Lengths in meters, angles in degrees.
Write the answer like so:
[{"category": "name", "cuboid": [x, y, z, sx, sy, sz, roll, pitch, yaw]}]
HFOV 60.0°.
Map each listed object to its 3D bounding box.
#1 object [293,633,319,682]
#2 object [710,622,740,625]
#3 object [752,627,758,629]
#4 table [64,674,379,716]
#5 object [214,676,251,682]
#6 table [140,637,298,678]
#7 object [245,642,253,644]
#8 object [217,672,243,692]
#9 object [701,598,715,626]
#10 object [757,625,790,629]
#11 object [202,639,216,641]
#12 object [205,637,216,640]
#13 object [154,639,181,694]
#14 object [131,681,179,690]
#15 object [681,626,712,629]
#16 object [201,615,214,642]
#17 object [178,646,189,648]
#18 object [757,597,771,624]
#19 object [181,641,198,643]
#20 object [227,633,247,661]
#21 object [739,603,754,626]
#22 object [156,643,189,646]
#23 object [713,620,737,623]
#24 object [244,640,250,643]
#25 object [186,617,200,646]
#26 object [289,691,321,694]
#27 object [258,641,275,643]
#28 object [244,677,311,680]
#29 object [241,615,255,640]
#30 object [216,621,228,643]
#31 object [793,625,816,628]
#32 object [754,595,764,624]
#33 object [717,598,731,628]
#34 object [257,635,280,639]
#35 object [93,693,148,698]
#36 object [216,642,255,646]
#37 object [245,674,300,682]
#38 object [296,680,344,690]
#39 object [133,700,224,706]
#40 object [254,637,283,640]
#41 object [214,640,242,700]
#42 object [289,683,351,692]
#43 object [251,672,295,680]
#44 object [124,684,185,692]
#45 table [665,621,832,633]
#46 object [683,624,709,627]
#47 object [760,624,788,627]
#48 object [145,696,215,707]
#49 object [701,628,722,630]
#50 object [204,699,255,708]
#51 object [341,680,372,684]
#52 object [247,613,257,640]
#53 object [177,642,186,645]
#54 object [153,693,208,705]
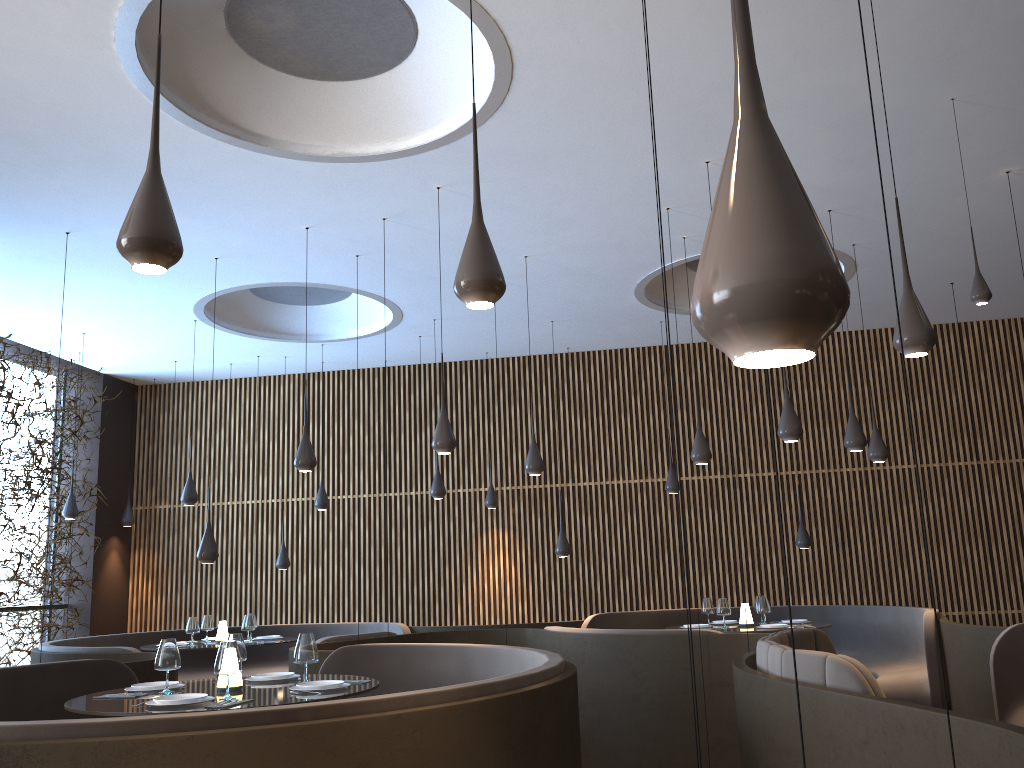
[{"category": "object", "cuboid": [-1.190, 1.592, 5.122, 0.142, 0.294, 0.142, 2, -12, -20]}, {"category": "object", "cuboid": [2.328, 2.614, 9.690, 0.332, 0.014, 0.333, 9, -17, -41]}, {"category": "object", "cuboid": [2.563, 2.384, 8.689, 0.410, 0.012, 0.205, 1, -13, -12]}, {"category": "table", "cuboid": [-1.576, 2.232, 4.913, 1.673, 1.019, 1.679, -6, -13, 18]}, {"category": "object", "cuboid": [-1.761, 1.873, 5.626, 0.126, 0.017, 0.263, -7, -13, 19]}, {"category": "table", "cuboid": [-3.177, 3.352, 9.684, 1.673, 1.019, 1.679, 5, -14, -30]}, {"category": "object", "cuboid": [-2.896, 2.732, 9.337, 0.332, 0.014, 0.333, -1, -13, -5]}, {"category": "object", "cuboid": [-1.599, 1.619, 5.033, 0.142, 0.231, 0.145, -7, -13, 24]}, {"category": "object", "cuboid": [2.100, 2.440, 9.497, 0.142, 0.294, 0.142, -12, -15, 39]}, {"category": "object", "cuboid": [2.568, 2.383, 8.691, 0.333, 0.014, 0.332, -13, -16, 39]}, {"category": "object", "cuboid": [-3.418, 2.956, 10.255, 0.332, 0.014, 0.333, -4, -13, 7]}, {"category": "object", "cuboid": [-3.418, 2.947, 10.257, 0.263, 0.029, 0.264, -2, -13, 0]}, {"category": "object", "cuboid": [-1.957, 1.602, 5.038, 0.142, 0.294, 0.142, 3, -12, -24]}, {"category": "object", "cuboid": [-2.091, 1.772, 5.196, 0.263, 0.029, 0.264, 4, -14, -24]}, {"category": "object", "cuboid": [1.904, 2.513, 9.161, 0.332, 0.014, 0.333, -1, -13, -4]}, {"category": "object", "cuboid": [-3.455, 2.773, 10.054, 0.142, 0.294, 0.142, -4, -12, 9]}, {"category": "object", "cuboid": [-3.495, 2.733, 9.205, 0.262, 0.017, 0.127, 5, -14, -29]}, {"category": "object", "cuboid": [2.574, 2.324, 9.054, 0.142, 0.294, 0.142, -10, -14, 35]}, {"category": "object", "cuboid": [-3.676, 2.938, 10.098, 0.126, 0.017, 0.263, 6, -15, -34]}, {"category": "object", "cuboid": [-1.698, 1.680, 5.430, 0.142, 0.294, 0.142, -9, -13, 30]}, {"category": "object", "cuboid": [2.429, 2.396, 9.214, 0.142, 0.231, 0.145, -2, -12, 0]}, {"category": "object", "cuboid": [-3.625, 2.790, 9.474, 0.332, 0.014, 0.333, -4, -13, 6]}, {"category": "object", "cuboid": [2.328, 2.605, 9.691, 0.264, 0.029, 0.263, -14, -17, 43]}, {"category": "object", "cuboid": [-2.896, 2.723, 9.339, 0.263, 0.029, 0.264, -5, -13, 14]}, {"category": "object", "cuboid": [-3.404, 2.637, 9.448, 0.142, 0.294, 0.142, -3, -11, 3]}, {"category": "object", "cuboid": [-1.061, 1.679, 4.899, 0.204, 0.012, 0.413, -4, -13, 10]}, {"category": "object", "cuboid": [-2.626, 2.760, 9.472, 0.126, 0.017, 0.263, 5, -14, -30]}, {"category": "object", "cuboid": [-1.481, 1.830, 5.508, 0.411, 0.012, 0.205, -6, -13, 15]}, {"category": "object", "cuboid": [-2.852, 2.647, 9.587, 0.142, 0.294, 0.142, -3, -11, 2]}, {"category": "object", "cuboid": [-3.200, 2.739, 9.804, 0.142, 0.231, 0.145, 0, -12, -11]}, {"category": "object", "cuboid": [2.869, 2.384, 8.712, 0.126, 0.017, 0.263, 0, -13, -8]}, {"category": "object", "cuboid": [2.689, 2.436, 9.579, 0.142, 0.294, 0.142, 9, -16, -43]}, {"category": "object", "cuboid": [2.156, 2.333, 9.021, 0.142, 0.294, 0.142, -1, -11, -3]}, {"category": "object", "cuboid": [-2.765, 2.880, 10.066, 0.263, 0.029, 0.264, -2, -13, -3]}, {"category": "object", "cuboid": [-2.165, 1.728, 4.905, 0.262, 0.017, 0.127, -4, -13, 10]}, {"category": "object", "cuboid": [-2.899, 2.733, 9.334, 0.411, 0.012, 0.205, 7, -15, -34]}, {"category": "object", "cuboid": [-1.485, 1.829, 5.509, 0.332, 0.014, 0.333, -8, -14, 26]}, {"category": "object", "cuboid": [-1.061, 1.669, 4.905, 0.263, 0.029, 0.264, -8, -14, 24]}, {"category": "object", "cuboid": [-1.687, 1.613, 4.499, 0.411, 0.012, 0.205, -5, -13, 12]}, {"category": "object", "cuboid": [-2.764, 2.889, 10.065, 0.332, 0.014, 0.333, -1, -13, -6]}, {"category": "object", "cuboid": [-1.487, 1.497, 4.644, 0.142, 0.294, 0.142, 4, -13, -29]}, {"category": "object", "cuboid": [-1.060, 1.678, 4.903, 0.332, 0.014, 0.333, -6, -13, 18]}, {"category": "object", "cuboid": [-1.486, 1.819, 5.511, 0.263, 0.029, 0.264, -3, -13, 4]}, {"category": "object", "cuboid": [-2.091, 1.782, 5.194, 0.332, 0.014, 0.333, -6, -13, 17]}, {"category": "table", "cuboid": [2.453, 3.009, 9.094, 1.672, 1.019, 1.681, -2, -12, -1]}, {"category": "object", "cuboid": [1.904, 2.503, 9.162, 0.263, 0.029, 0.264, -6, -13, 15]}, {"category": "object", "cuboid": [2.567, 2.374, 8.693, 0.263, 0.029, 0.264, -2, -13, -1]}, {"category": "object", "cuboid": [-1.682, 1.612, 4.498, 0.332, 0.014, 0.333, 1, -13, -15]}, {"category": "object", "cuboid": [1.956, 2.453, 8.867, 0.262, 0.017, 0.127, 1, -13, -13]}, {"category": "object", "cuboid": [-1.398, 1.586, 4.397, 0.126, 0.017, 0.263, -6, -13, 16]}, {"category": "object", "cuboid": [-0.964, 1.744, 5.184, 0.262, 0.017, 0.127, -5, -13, 14]}, {"category": "object", "cuboid": [-2.992, 2.779, 10.158, 0.142, 0.294, 0.142, 7, -14, -37]}, {"category": "object", "cuboid": [-3.625, 2.781, 9.476, 0.263, 0.029, 0.264, 10, -17, -44]}, {"category": "object", "cuboid": [-1.682, 1.602, 4.500, 0.263, 0.029, 0.264, -7, -14, 22]}]
